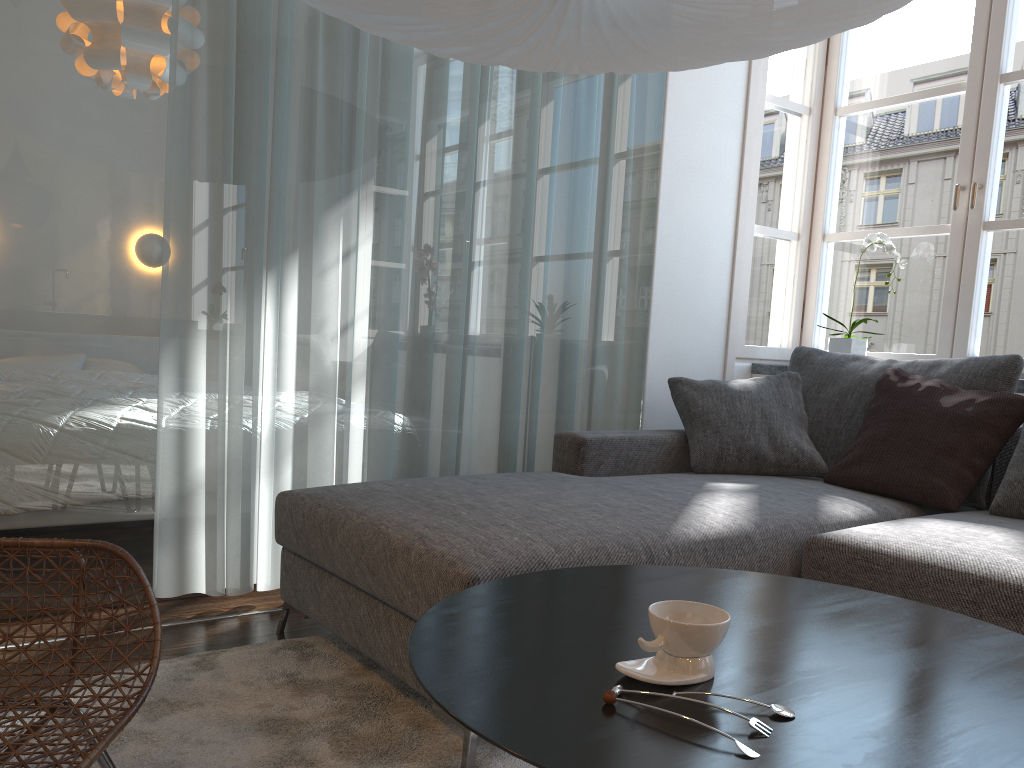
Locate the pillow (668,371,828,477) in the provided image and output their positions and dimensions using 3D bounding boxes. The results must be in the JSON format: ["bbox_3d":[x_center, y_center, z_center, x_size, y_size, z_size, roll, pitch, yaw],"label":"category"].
[{"bbox_3d":[0.808,0.130,3.069,0.515,0.362,0.344,3,5,3],"label":"pillow"}]

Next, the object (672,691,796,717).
[{"bbox_3d":[0.228,0.326,0.911,0.124,0.010,0.026,4,3,20],"label":"object"}]

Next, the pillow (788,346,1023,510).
[{"bbox_3d":[1.230,0.119,3.002,0.275,0.481,0.831,-1,5,-36],"label":"pillow"}]

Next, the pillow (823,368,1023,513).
[{"bbox_3d":[1.253,0.157,2.709,0.311,0.406,0.518,0,5,-34],"label":"pillow"}]

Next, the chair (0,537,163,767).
[{"bbox_3d":[-0.923,0.363,1.200,0.685,0.715,0.713,3,5,-4],"label":"chair"}]

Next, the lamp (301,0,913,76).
[{"bbox_3d":[0.131,-0.788,1.593,1.469,0.211,1.461,3,3,0],"label":"lamp"}]

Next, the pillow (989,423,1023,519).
[{"bbox_3d":[1.626,0.199,2.244,0.292,0.400,0.662,-1,5,-36],"label":"pillow"}]

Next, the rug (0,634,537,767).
[{"bbox_3d":[0.119,0.785,1.181,2.826,0.012,2.830,5,3,33],"label":"rug"}]

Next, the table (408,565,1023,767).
[{"bbox_3d":[0.286,0.564,1.107,0.847,0.476,0.842,1,4,-34],"label":"table"}]

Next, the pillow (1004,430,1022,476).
[{"bbox_3d":[1.751,0.177,2.314,0.276,0.478,0.834,-1,5,-36],"label":"pillow"}]

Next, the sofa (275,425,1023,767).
[{"bbox_3d":[1.059,0.479,1.792,2.039,0.676,3.049,1,3,-36],"label":"sofa"}]

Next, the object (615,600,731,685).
[{"bbox_3d":[0.176,0.290,0.989,0.139,0.069,0.091,2,4,-24],"label":"object"}]

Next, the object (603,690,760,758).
[{"bbox_3d":[0.157,0.323,0.846,0.167,0.015,0.015,5,5,41],"label":"object"}]

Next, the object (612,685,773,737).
[{"bbox_3d":[0.177,0.322,0.884,0.163,0.016,0.025,5,4,28],"label":"object"}]
